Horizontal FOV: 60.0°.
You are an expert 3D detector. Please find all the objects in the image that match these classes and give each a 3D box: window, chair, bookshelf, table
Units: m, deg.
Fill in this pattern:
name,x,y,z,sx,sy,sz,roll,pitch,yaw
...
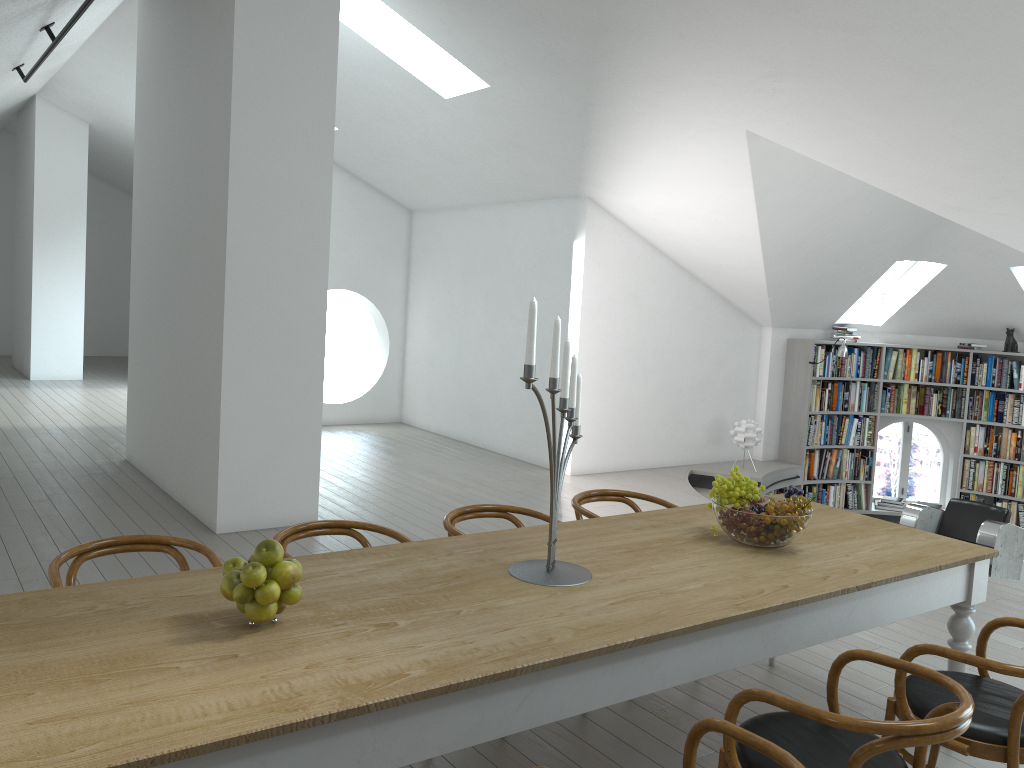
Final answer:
name,x,y,z,sx,sy,sz,roll,pitch,yaw
window,5.473,1.020,9.688,3.237,1.148,0.617,8,6,40
chair,-0.619,0.941,3.311,0.527,0.733,0.623,-1,6,-40
window,5.204,-1.092,8.621,1.932,0.712,4.065,-1,7,-35
bookshelf,5.100,0.669,8.745,2.108,1.876,4.343,0,7,-35
chair,0.311,1.135,1.917,0.527,0.733,0.623,0,6,-32
chair,0.869,1.120,2.388,0.527,0.733,0.623,0,6,-39
chair,-1.248,0.941,2.947,0.527,0.733,0.623,0,6,-33
chair,0.552,0.922,4.174,0.527,0.733,0.623,0,6,-32
chair,4.059,1.447,8.005,0.741,0.718,0.825,-1,7,-41
chair,1.494,1.119,2.759,0.527,0.733,0.623,0,6,-35
table,0.194,0.996,2.877,3.349,0.797,1.021,-1,7,-35
chair,-0.017,0.934,3.720,0.527,0.733,0.623,0,6,-35

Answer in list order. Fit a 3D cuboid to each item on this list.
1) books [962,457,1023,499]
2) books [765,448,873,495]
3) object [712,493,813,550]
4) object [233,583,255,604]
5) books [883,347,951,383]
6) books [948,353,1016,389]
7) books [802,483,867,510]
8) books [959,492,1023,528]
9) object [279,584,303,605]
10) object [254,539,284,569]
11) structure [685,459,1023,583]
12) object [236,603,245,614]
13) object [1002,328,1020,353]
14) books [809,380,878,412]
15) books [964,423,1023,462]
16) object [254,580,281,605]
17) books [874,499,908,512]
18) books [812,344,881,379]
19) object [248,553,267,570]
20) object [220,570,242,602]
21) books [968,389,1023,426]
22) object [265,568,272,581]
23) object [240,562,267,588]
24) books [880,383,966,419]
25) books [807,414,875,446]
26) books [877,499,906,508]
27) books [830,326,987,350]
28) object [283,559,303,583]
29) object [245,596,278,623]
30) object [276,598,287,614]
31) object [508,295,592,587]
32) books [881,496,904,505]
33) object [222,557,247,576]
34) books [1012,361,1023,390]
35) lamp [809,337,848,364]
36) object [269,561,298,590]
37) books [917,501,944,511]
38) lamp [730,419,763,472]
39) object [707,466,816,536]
name,x,y,z,sx,sy,sz,roll,pitch,yaw
books,5.433,1.033,9.601,1.033,0.357,0.293,8,7,39
books,3.313,1.050,9.851,1.640,0.694,0.391,1,5,-25
object,0.914,0.521,3.264,0.360,0.159,0.360,7,7,35
object,-0.662,0.517,2.187,0.053,0.053,0.051,-1,7,-44
books,4.522,-0.221,9.989,0.793,0.372,0.269,4,5,8
books,5.171,-0.151,9.789,0.683,0.345,0.265,7,6,31
books,3.593,1.243,10.014,0.918,0.319,0.283,2,5,-17
books,5.395,1.392,9.634,1.021,0.306,0.288,8,7,39
object,-0.566,0.536,2.264,0.059,0.056,0.060,-1,7,-41
object,-0.618,0.431,2.253,0.072,0.074,0.072,0,6,-35
structure,3.932,1.446,8.000,4.710,0.692,4.719,4,6,9
object,-0.677,0.559,2.282,0.064,0.063,0.063,1,5,-24
object,5.408,-0.471,9.577,0.202,0.264,0.147,0,6,-39
books,3.622,0.126,9.931,1.087,0.347,0.304,1,5,-20
books,5.443,0.647,9.581,0.999,0.351,0.297,8,6,38
object,-0.604,0.515,2.189,0.062,0.059,0.062,0,6,-31
books,4.375,1.402,10.214,0.366,0.042,0.388,6,6,21
books,3.632,-0.259,9.885,1.032,0.360,0.301,1,5,-19
object,-0.657,0.465,2.294,0.053,0.057,0.058,1,5,-21
object,-0.695,0.508,2.231,0.076,0.076,0.077,5,5,21
books,5.493,0.268,9.586,1.030,0.358,0.300,8,7,40
object,-0.645,0.507,2.327,0.071,0.072,0.071,5,5,19
object,-0.634,0.470,2.176,0.062,0.059,0.062,0,6,-35
books,5.218,0.260,9.571,2.533,0.370,0.591,7,7,35
books,3.590,0.505,9.909,1.019,0.358,0.261,1,5,-18
books,4.377,1.368,10.211,0.269,0.031,0.286,7,7,31
books,4.953,-0.457,9.601,2.817,0.173,0.748,6,6,25
object,-0.584,0.492,2.312,0.072,0.063,0.071,-1,7,-42
object,-0.629,0.561,2.225,0.080,0.074,0.078,4,5,9
object,-0.608,0.570,2.290,0.051,0.050,0.050,0,6,-32
object,0.112,0.170,2.713,0.266,0.873,0.776,6,5,28
books,4.379,1.337,10.209,0.214,0.036,0.227,7,7,31
object,-0.713,0.479,2.284,0.063,0.063,0.062,5,5,17
books,5.889,-0.040,8.995,0.393,0.366,1.570,0,6,-30
lamp,3.388,-0.353,9.450,0.116,0.311,0.415,0,6,-39
object,-0.575,0.483,2.239,0.066,0.071,0.072,5,5,24
books,4.711,1.413,10.040,0.291,0.099,0.319,0,7,-34
lamp,2.410,0.630,9.153,0.306,0.524,0.305,8,6,43
object,0.914,0.455,3.288,0.394,0.284,0.293,5,5,18
